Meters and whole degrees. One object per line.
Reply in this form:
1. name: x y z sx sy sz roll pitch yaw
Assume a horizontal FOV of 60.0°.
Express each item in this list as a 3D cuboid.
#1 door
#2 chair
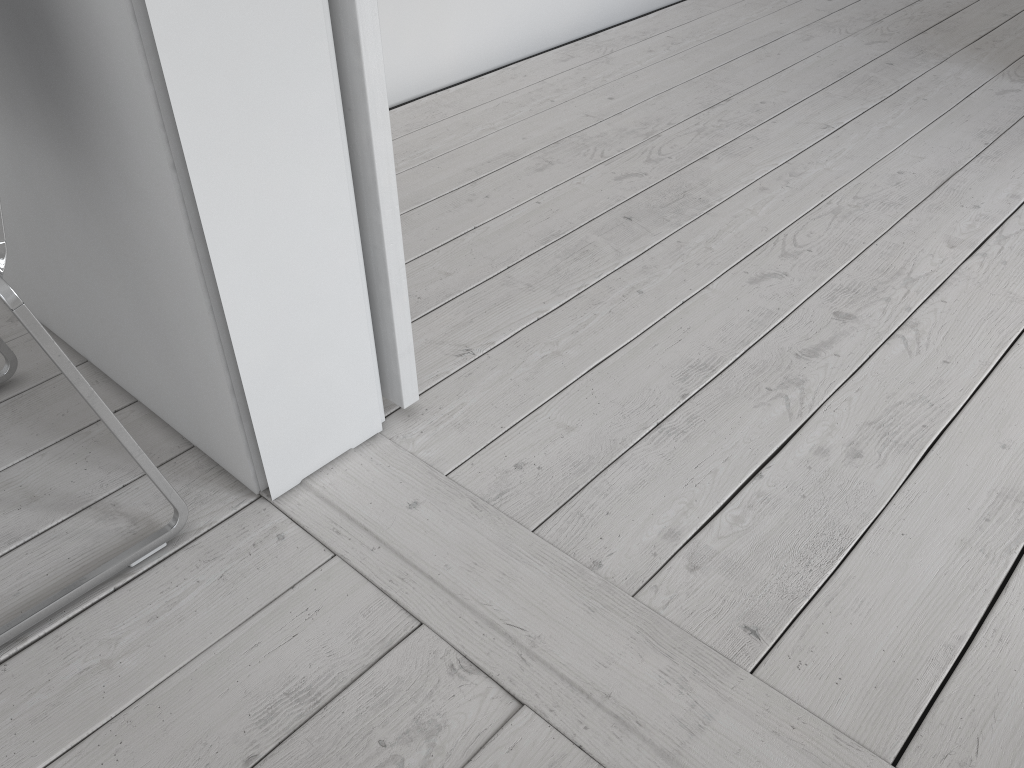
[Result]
1. door: -0.430 -1.023 0.907 0.667 2.322 0.034 28 46 33
2. chair: -0.835 -0.105 1.014 0.562 0.796 0.525 28 46 33
